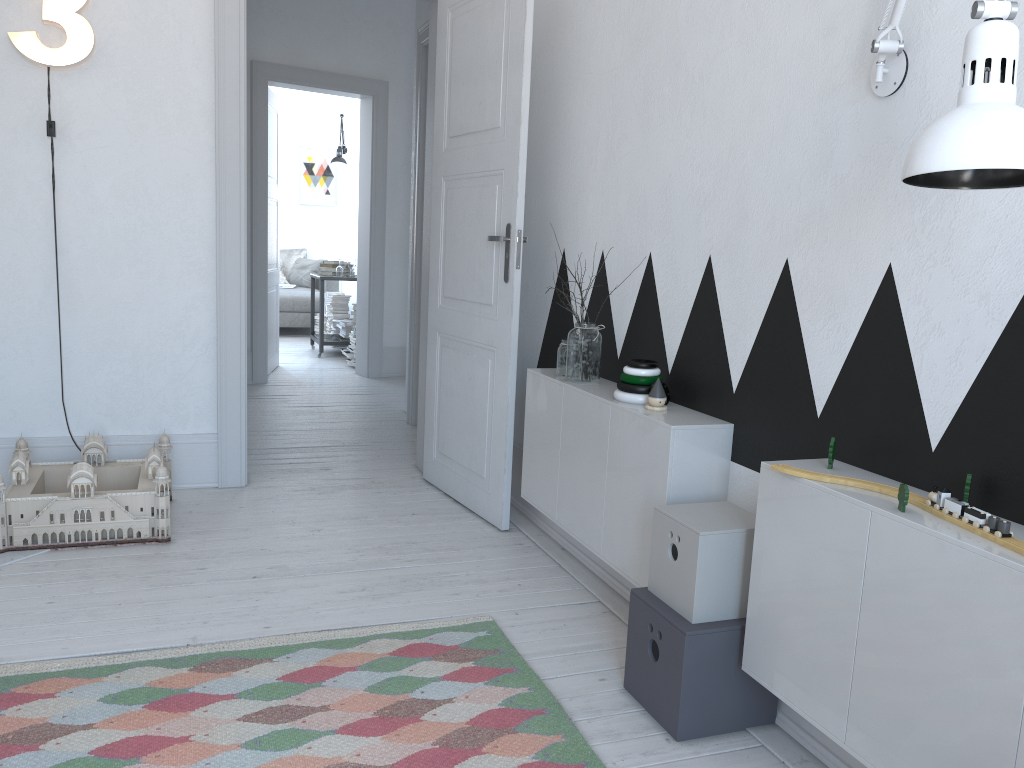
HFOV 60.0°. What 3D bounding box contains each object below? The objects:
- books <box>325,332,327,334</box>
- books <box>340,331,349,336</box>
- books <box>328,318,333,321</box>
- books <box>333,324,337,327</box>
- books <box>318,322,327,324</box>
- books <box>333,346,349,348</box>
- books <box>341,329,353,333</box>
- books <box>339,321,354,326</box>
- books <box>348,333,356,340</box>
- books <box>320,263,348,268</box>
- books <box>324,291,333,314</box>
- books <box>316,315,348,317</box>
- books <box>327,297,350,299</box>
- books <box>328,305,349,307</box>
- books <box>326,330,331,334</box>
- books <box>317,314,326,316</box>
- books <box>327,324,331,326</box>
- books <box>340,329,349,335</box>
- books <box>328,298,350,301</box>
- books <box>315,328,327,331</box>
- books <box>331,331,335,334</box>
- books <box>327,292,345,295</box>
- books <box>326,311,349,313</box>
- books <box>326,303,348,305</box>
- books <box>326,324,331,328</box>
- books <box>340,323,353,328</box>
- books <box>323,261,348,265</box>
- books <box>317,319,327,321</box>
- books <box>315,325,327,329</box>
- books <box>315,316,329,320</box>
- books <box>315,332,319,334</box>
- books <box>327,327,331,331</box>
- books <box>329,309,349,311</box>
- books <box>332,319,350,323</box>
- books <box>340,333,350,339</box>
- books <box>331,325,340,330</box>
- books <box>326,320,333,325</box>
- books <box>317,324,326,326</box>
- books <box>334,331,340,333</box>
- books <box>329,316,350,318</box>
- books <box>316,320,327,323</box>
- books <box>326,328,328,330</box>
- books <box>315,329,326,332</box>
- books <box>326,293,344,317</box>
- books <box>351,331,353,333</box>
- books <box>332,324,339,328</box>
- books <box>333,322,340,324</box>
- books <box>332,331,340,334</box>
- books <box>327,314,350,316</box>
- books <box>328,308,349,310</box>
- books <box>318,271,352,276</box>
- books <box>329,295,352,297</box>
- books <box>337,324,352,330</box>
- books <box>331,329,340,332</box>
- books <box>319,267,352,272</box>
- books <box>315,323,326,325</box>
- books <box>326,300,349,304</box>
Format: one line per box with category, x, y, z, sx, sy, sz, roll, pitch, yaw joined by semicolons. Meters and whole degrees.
books;-1.775;-0.501;8.863;0.182;0.016;0.288;1;9;-10
books;-1.458;-0.453;8.111;0.182;0.031;0.288;-1;9;-20
books;-1.743;-0.642;8.829;0.161;0.012;0.253;0;9;-15
books;-1.636;-0.577;8.550;0.176;0.025;0.330;1;9;-10
books;-1.848;-0.632;9.121;0.256;0.013;0.160;-5;12;-40
books;-1.640;-0.368;8.581;0.182;0.016;0.288;1;9;-10
books;-1.455;-0.492;8.108;0.180;0.042;0.295;-1;9;-20
books;-1.454;-0.542;8.041;0.182;0.031;0.288;-1;9;-20
books;-1.284;-0.403;7.585;0.176;0.025;0.330;-1;9;-20
books;-1.591;-1.077;8.085;0.174;0.032;0.254;10;12;40
books;-1.813;-0.824;9.014;0.172;0.236;0.112;-1;10;-20
books;-1.850;-0.702;9.131;0.285;0.012;0.159;-5;12;-40
books;-1.704;-0.845;8.706;0.182;0.041;0.288;-1;9;-20
books;-1.713;-0.765;8.724;0.167;0.040;0.263;-1;9;-20
books;-1.758;-0.521;8.860;0.180;0.028;0.295;0;9;-15
books;-1.849;-0.712;9.113;0.160;0.012;0.254;11;12;44
books;-1.751;-0.592;8.836;0.161;0.013;0.253;-1;9;-20
books;-1.457;-0.468;8.108;0.182;0.031;0.288;-1;9;-20
books;-1.705;-0.826;8.709;0.174;0.044;0.273;-1;9;-20
books;-1.881;-0.571;9.147;0.288;0.016;0.182;-5;12;-40
books;-1.655;-0.486;8.561;0.167;0.017;0.262;0;9;-15
books;-1.789;-0.811;8.979;0.172;0.239;0.093;-1;10;-20
books;-1.719;-0.709;8.705;0.182;0.041;0.288;-1;9;-20
books;-1.722;-0.781;8.709;0.182;0.041;0.288;-1;9;-20
books;-1.753;-0.577;8.835;0.167;0.017;0.262;-1;9;-20
books;-1.453;-0.529;8.065;0.182;0.031;0.288;-1;9;-20
books;-1.594;-1.105;8.077;0.143;0.025;0.204;9;11;35
books;-1.857;-0.662;9.120;0.160;0.013;0.254;10;11;39
books;-1.864;-0.591;9.144;0.180;0.028;0.295;11;12;44
books;-1.860;-0.682;9.129;0.175;0.025;0.330;11;12;44
books;-1.865;-0.523;9.152;0.174;0.021;0.273;11;12;44
books;-1.757;-0.553;8.857;0.159;0.012;0.284;0;9;-15
books;-1.705;-0.726;8.734;0.161;0.035;0.255;-1;9;-20
books;-1.644;-0.608;8.535;0.161;0.012;0.253;1;9;-10
books;-1.469;-0.435;8.096;0.168;0.032;0.262;-1;9;-20
books;-1.638;-0.541;8.549;0.174;0.021;0.273;-1;9;-20
books;-1.754;-0.612;8.845;0.176;0.025;0.330;0;9;-15
books;-1.855;-0.609;9.134;0.160;0.012;0.254;9;11;34
books;-1.636;-0.513;8.560;0.159;0.012;0.284;1;9;-10
books;-1.697;-0.658;8.719;0.159;0.037;0.284;-1;9;-20
books;-1.859;-0.647;9.119;0.167;0.017;0.263;10;11;39
books;-1.748;-0.539;8.850;0.161;0.012;0.254;-2;10;-25
books;-1.879;-0.553;9.140;0.182;0.016;0.288;9;11;34
books;-1.782;-0.793;8.942;0.174;0.243;0.105;-1;10;-20
books;-1.272;-0.433;7.570;0.161;0.012;0.253;-1;9;-20
books;-1.648;-0.559;8.548;0.161;0.013;0.253;0;9;-15
books;-1.629;-0.594;8.538;0.159;0.012;0.284;2;9;-6
books;-1.645;-0.500;8.553;0.161;0.012;0.253;-1;9;-20
books;-1.707;-0.678;8.717;0.176;0.053;0.331;-1;9;-20
books;-1.705;-0.736;8.710;0.159;0.037;0.284;-1;9;-20
books;-1.600;-1.011;8.094;0.197;0.035;0.284;9;11;35
books;-1.691;-0.860;8.703;0.182;0.041;0.288;-1;9;-20
books;-1.488;-0.515;8.073;0.175;0.036;0.273;-1;9;-20
books;-1.653;-0.524;8.543;0.161;0.013;0.255;2;9;-6
books;-1.598;-1.045;8.088;0.197;0.034;0.284;6;9;20
books;-1.863;-0.623;9.141;0.159;0.012;0.285;11;12;44
books;-1.713;-0.801;8.686;0.180;0.053;0.296;-1;9;-20
